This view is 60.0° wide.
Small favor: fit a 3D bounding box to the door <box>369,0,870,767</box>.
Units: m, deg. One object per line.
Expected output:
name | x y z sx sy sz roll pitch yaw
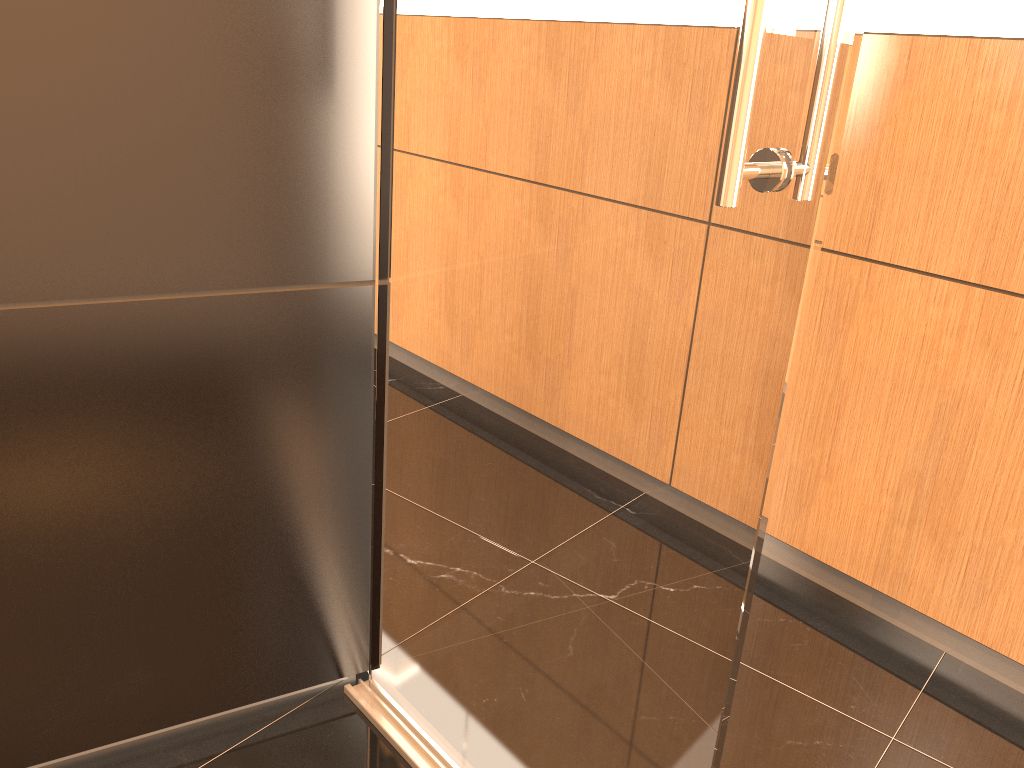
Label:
door | 0.624 -0.469 0.550 0.098 3.285 2.473 -13 27 -38
